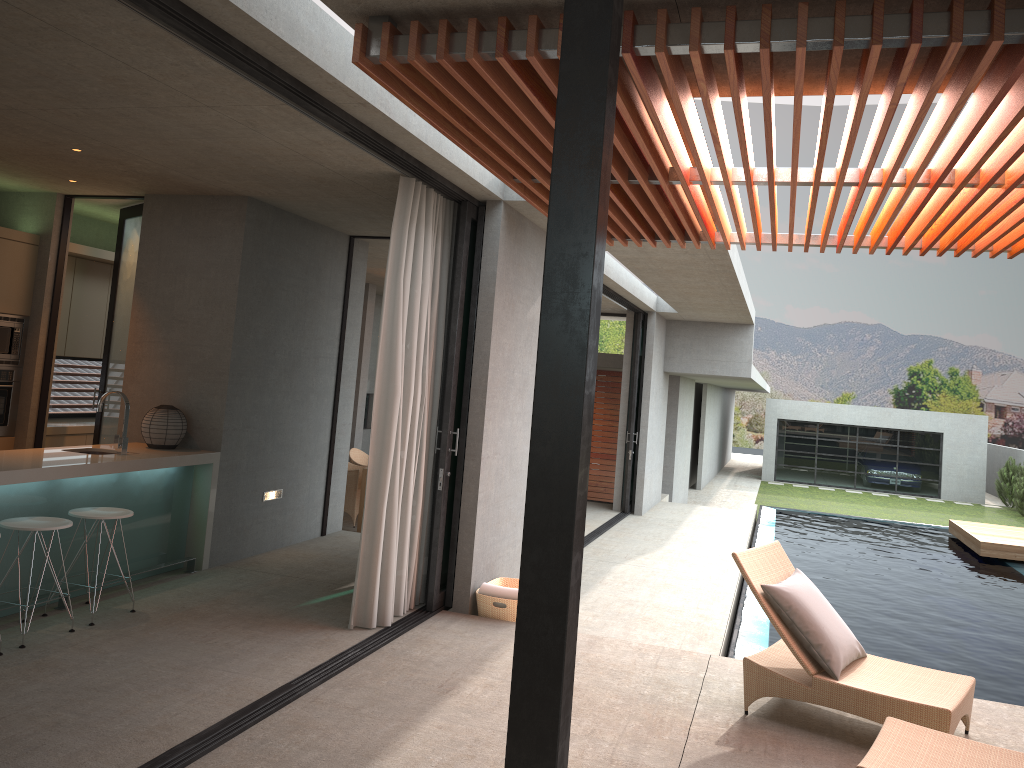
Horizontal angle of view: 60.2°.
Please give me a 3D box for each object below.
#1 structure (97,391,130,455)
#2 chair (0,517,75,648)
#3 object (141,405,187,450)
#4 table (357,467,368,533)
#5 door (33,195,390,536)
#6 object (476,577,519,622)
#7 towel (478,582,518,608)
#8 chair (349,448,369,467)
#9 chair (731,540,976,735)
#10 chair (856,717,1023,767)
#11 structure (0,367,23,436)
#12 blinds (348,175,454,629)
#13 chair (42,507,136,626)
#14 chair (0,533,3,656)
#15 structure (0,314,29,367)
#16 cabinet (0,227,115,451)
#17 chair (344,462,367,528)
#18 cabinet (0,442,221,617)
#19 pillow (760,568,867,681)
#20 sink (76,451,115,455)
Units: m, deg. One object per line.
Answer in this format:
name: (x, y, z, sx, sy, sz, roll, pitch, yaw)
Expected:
structure: (-2.863, 0.270, 6.302, 0.258, 0.444, 0.096, 4, -4, 17)
chair: (-2.730, 1.099, 5.005, 0.382, 0.628, 0.379, 4, -3, 17)
object: (-2.719, 0.333, 6.911, 0.340, 0.336, 0.338, 4, -2, 9)
table: (-0.729, 1.467, 11.875, 1.281, 0.761, 3.240, 4, 0, 17)
door: (-1.939, 0.740, 2.051, 5.765, 4.498, 15.287, 5, 0, -11)
object: (-0.001, 1.650, 6.467, 0.446, 0.302, 0.676, 4, -1, 17)
towel: (-0.035, 1.590, 6.328, 0.369, 0.314, 0.307, 4, -2, 18)
chair: (-1.890, 1.321, 11.840, 0.631, 0.869, 0.613, 4, -3, 17)
chair: (2.281, 1.424, 4.406, 2.298, 0.832, 0.696, 4, -2, 36)
chair: (2.484, 1.445, 3.094, 2.298, 0.832, 0.696, 4, -2, 32)
structure: (-4.513, 0.127, 7.351, 0.498, 0.583, 0.593, 4, -2, 17)
blinds: (-0.718, 0.095, 6.079, 0.230, 2.953, 0.878, 4, -4, 14)
chair: (-2.585, 1.109, 5.486, 0.382, 0.628, 0.379, 4, -3, 17)
chair: (-2.873, 1.088, 4.531, 0.382, 0.628, 0.379, 4, -3, 17)
structure: (-4.489, -0.383, 7.398, 0.460, 0.440, 0.593, 4, -2, 17)
cabinet: (-4.349, -0.014, 5.891, 1.968, 2.579, 7.432, 4, -1, 17)
chair: (-2.105, 1.305, 11.136, 0.631, 0.869, 0.613, 4, -3, 17)
cabinet: (-3.306, 0.912, 5.069, 0.801, 0.903, 4.100, 4, 0, 17)
pillow: (1.665, 1.303, 4.859, 0.427, 0.430, 0.605, 3, -2, 35)
sink: (-2.987, 0.575, 6.329, 0.375, 0.135, 0.372, 5, 0, 17)
